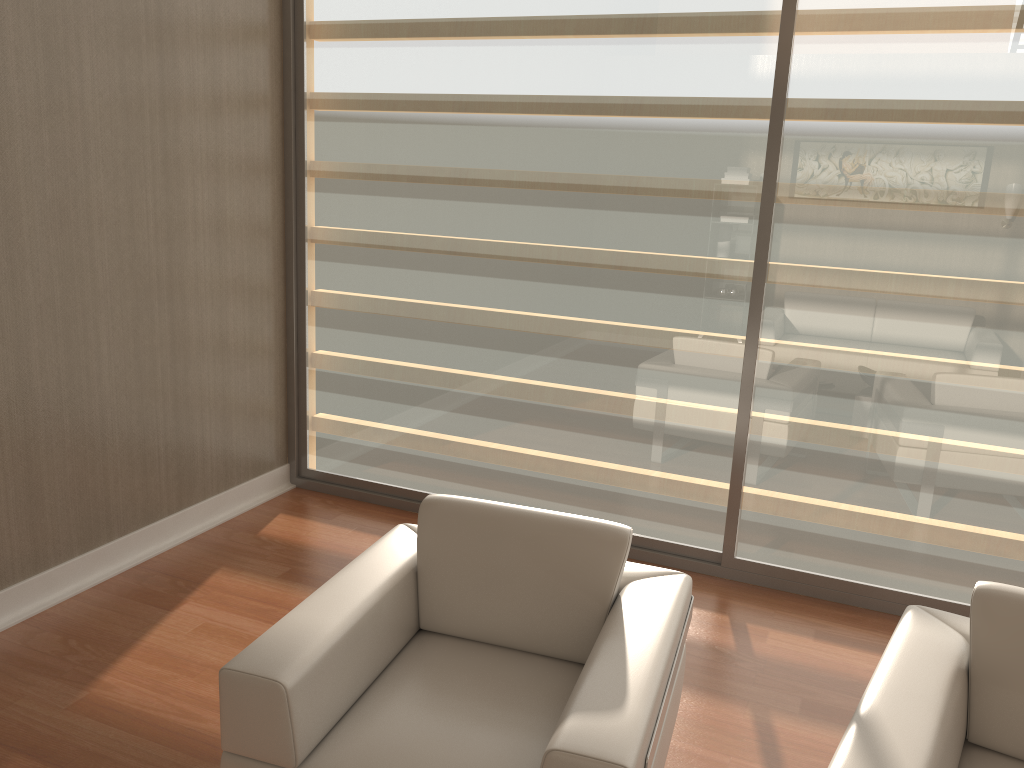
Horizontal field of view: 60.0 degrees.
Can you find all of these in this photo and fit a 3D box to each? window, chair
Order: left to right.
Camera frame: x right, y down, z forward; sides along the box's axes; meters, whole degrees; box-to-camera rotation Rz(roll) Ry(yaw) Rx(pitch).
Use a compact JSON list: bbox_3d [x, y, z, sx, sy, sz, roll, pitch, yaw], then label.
[{"bbox_3d":[-0.071,0.751,2.186,0.900,0.740,0.905,7,14,17],"label":"chair"},{"bbox_3d":[-0.001,-0.938,3.758,2.095,3.100,0.020,8,14,22],"label":"window"},{"bbox_3d":[1.152,0.909,1.769,0.900,0.740,0.905,11,16,32],"label":"chair"},{"bbox_3d":[1.959,-0.648,2.936,2.095,3.100,0.020,8,14,22],"label":"window"}]
